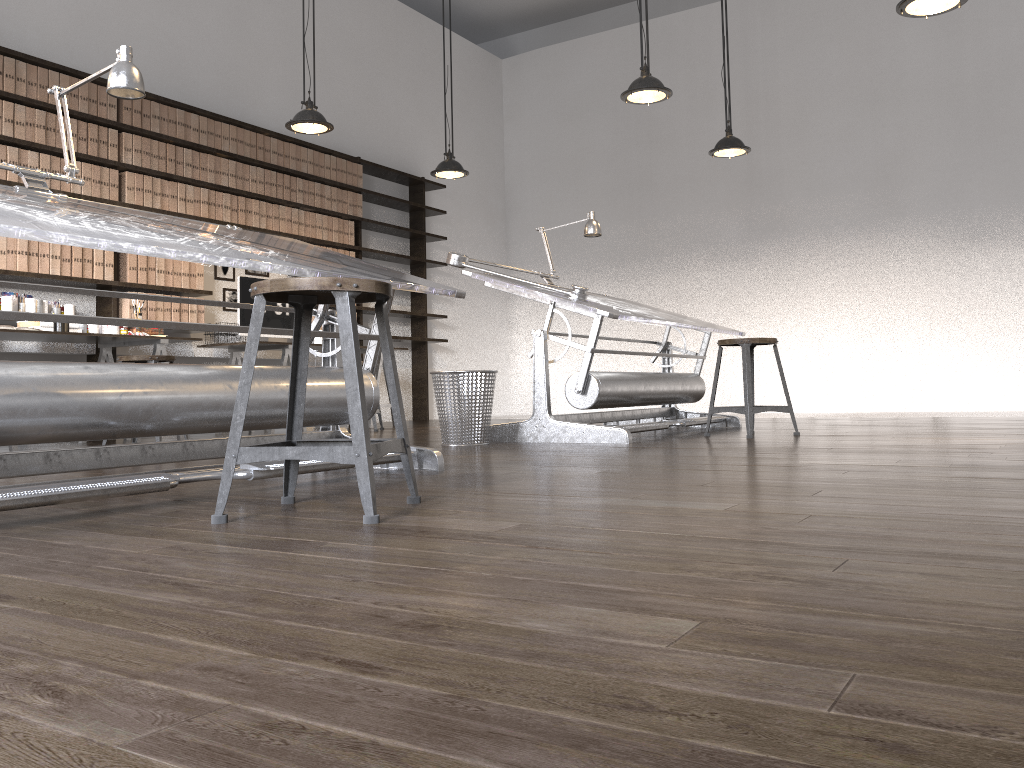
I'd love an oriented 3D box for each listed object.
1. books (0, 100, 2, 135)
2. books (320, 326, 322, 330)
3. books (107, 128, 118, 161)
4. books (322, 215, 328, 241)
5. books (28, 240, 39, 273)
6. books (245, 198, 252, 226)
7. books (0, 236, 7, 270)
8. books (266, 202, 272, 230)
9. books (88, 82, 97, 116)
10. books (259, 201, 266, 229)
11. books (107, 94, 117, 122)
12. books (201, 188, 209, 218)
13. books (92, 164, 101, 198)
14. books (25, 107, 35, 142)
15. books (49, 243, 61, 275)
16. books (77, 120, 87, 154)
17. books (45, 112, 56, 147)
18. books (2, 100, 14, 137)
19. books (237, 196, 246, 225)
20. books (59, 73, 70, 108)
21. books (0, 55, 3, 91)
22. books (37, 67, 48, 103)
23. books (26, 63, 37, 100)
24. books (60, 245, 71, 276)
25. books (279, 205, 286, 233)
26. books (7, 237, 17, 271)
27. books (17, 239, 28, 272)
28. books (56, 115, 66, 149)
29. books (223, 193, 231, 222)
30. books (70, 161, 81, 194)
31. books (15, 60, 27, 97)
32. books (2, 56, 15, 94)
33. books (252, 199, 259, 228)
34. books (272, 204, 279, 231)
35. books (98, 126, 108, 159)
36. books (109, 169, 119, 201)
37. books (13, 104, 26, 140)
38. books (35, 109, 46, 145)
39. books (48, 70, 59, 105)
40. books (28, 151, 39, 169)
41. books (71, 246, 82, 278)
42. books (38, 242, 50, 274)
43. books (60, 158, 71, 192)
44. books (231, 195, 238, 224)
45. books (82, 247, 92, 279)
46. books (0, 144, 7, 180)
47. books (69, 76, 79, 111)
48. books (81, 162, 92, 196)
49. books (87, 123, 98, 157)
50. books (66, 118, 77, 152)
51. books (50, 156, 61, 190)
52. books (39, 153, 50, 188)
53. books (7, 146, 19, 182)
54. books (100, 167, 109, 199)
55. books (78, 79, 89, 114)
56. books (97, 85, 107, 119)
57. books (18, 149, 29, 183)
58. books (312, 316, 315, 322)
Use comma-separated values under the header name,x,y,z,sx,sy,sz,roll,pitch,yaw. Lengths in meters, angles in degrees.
name,x,y,z,sx,sy,sz,roll,pitch,yaw
books,-3.194,-1.615,5.406,0.174,0.226,0.066,-3,-4,32
books,-1.701,-0.527,7.671,0.174,0.226,0.067,-3,-4,32
books,-2.780,-1.618,6.064,0.174,0.226,0.066,-3,-4,32
books,-1.700,-1.357,7.759,0.174,0.226,0.066,-3,-4,32
books,-3.051,-0.799,5.555,0.174,0.226,0.066,-3,-4,32
books,-2.150,-1.354,7.048,0.174,0.226,0.066,-3,-4,32
books,-3.153,-0.798,5.387,0.174,0.226,0.066,-3,-4,32
books,-2.040,-1.355,7.224,0.174,0.226,0.066,-3,-4,32
books,-2.869,-1.895,5.953,0.174,0.226,0.066,-3,-4,32
books,-2.074,-1.354,7.163,0.174,0.226,0.066,-3,-4,32
books,-2.790,-1.895,6.071,0.174,0.226,0.066,-3,-4,32
books,-2.372,-1.352,6.681,0.174,0.226,0.067,-3,-4,32
books,-2.837,-1.342,5.937,0.174,0.226,0.067,-3,-4,32
books,-3.084,-1.616,5.580,0.174,0.226,0.066,-3,-4,32
books,-2.972,-0.800,5.673,0.174,0.226,0.066,-3,-4,32
books,-2.901,-1.617,5.875,0.174,0.226,0.066,-3,-4,32
books,-3.014,-1.616,5.694,0.174,0.226,0.066,-3,-4,32
books,-3.153,-1.615,5.464,0.174,0.226,0.067,-3,-4,32
books,-2.185,-1.354,6.982,0.174,0.226,0.067,-3,-4,32
books,-2.971,-1.894,5.785,0.174,0.226,0.066,-3,-4,32
books,-3.195,-1.892,5.421,0.174,0.226,0.067,-3,-4,32
books,-3.049,-1.893,5.665,0.174,0.226,0.066,-3,-4,32
books,-3.087,-1.893,5.607,0.174,0.226,0.066,-3,-4,32
books,-2.938,-0.800,5.736,0.174,0.226,0.066,-3,-4,32
books,-1.961,-1.355,7.345,0.174,0.226,0.066,-3,-4,32
books,-3.121,-0.798,5.441,0.174,0.226,0.066,-3,-4,32
books,-3.081,-0.799,5.495,0.174,0.226,0.067,-3,-4,32
books,-2.976,-1.616,5.754,0.174,0.226,0.066,-3,-4,32
books,-2.263,-1.353,6.859,0.174,0.226,0.066,-3,-4,32
books,-2.914,-1.342,5.822,0.174,0.226,0.066,-3,-4,32
books,-3.121,-1.893,5.546,0.174,0.226,0.066,-3,-4,32
books,-3.156,-1.893,5.482,0.174,0.226,0.066,-3,-4,32
books,-2.110,-1.354,7.100,0.174,0.226,0.066,-3,-4,32
books,-2.002,-1.355,7.282,0.174,0.226,0.066,-3,-4,32
books,-2.822,-1.617,6.001,0.174,0.226,0.066,-3,-4,32
books,-2.771,-1.343,6.053,0.174,0.226,0.066,-3,-4,32
books,-3.116,-1.615,5.526,0.174,0.226,0.066,-3,-4,32
books,-3.045,-1.616,5.634,0.174,0.226,0.067,-3,-4,32
books,-3.008,-1.894,5.722,0.174,0.226,0.067,-3,-4,32
books,-3.064,-1.340,5.583,0.174,0.226,0.066,-3,-4,32
books,-2.894,-0.800,5.796,0.174,0.226,0.067,-3,-4,32
books,-3.013,-0.799,5.616,0.174,0.226,0.066,-3,-4,32
books,-2.954,-1.341,5.765,0.174,0.226,0.066,-3,-4,32
books,-2.229,-1.353,6.921,0.174,0.226,0.066,-3,-4,32
books,-2.859,-0.800,5.862,0.174,0.226,0.066,-3,-4,32
books,-3.171,-1.339,5.417,0.174,0.226,0.066,-3,-4,32
books,-2.939,-1.894,5.839,0.174,0.226,0.066,-3,-4,32
books,-2.873,-1.342,5.881,0.174,0.226,0.066,-3,-4,32
books,-2.857,-1.617,5.935,0.174,0.226,0.067,-3,-4,32
books,-2.935,-1.617,5.812,0.174,0.226,0.066,-3,-4,32
books,-2.990,-1.341,5.705,0.174,0.226,0.066,-3,-4,32
books,-3.024,-1.341,5.643,0.174,0.226,0.067,-3,-4,32
books,-3.130,-1.340,5.471,0.174,0.226,0.067,-3,-4,32
books,-2.807,-1.342,5.993,0.174,0.226,0.066,-3,-4,32
books,-2.900,-1.894,5.893,0.174,0.226,0.067,-3,-4,32
books,-2.831,-1.895,6.013,0.174,0.226,0.066,-3,-4,32
books,-3.098,-1.340,5.530,0.174,0.226,0.066,-3,-4,32
books,-1.742,-0.527,7.617,0.174,0.226,0.066,-3,-4,32
